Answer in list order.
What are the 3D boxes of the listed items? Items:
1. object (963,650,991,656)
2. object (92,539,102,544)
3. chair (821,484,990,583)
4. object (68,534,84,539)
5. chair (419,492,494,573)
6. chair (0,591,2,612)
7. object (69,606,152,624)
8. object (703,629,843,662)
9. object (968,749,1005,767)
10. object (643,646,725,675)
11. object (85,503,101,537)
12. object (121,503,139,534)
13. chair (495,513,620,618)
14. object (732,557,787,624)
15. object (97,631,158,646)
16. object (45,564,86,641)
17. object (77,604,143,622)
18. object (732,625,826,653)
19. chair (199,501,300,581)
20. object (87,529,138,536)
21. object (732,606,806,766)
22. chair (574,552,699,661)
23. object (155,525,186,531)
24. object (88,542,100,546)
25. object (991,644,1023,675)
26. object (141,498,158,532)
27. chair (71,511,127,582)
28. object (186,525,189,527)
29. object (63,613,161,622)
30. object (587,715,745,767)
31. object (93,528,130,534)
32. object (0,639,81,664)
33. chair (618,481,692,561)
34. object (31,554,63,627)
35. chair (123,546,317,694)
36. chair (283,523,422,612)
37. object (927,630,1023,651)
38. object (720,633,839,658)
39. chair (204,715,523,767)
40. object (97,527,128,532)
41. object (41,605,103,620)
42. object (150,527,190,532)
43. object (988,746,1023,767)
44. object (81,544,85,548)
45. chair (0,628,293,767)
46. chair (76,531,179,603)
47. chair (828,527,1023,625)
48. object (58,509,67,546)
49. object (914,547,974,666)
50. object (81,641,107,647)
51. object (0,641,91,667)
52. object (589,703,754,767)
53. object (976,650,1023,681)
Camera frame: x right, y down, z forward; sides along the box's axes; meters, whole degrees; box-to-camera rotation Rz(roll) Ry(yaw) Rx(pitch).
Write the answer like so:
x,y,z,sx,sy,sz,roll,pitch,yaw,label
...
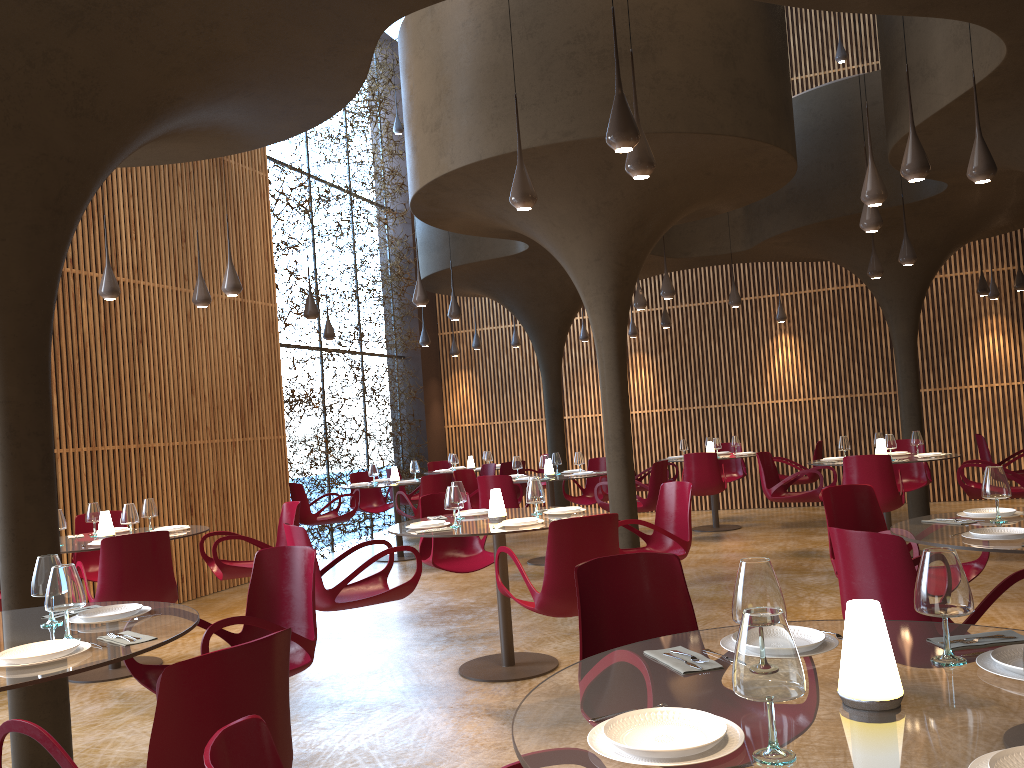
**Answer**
x,y,z,sx,sy,sz,roll,pitch,yaw,label
1.333,0.698,2.182,0.204,0.012,0.411,-4,-3,-11,object
-3.226,1.262,7.123,0.263,0.029,0.263,-5,-3,14,object
2.393,0.966,5.556,0.624,0.635,0.874,-3,-2,-25,chair
-3.924,1.372,7.977,0.126,0.017,0.262,-3,-3,-29,object
-0.488,1.282,7.705,0.624,0.635,0.874,-4,-2,-17,chair
-4.344,1.539,7.083,0.872,0.635,0.626,-3,-2,-25,chair
-1.743,1.005,3.848,0.332,0.014,0.332,-5,-3,11,object
0.781,0.759,2.585,0.410,0.012,0.204,-3,-3,-20,object
0.971,0.693,1.526,0.332,0.014,0.332,-6,-3,27,object
0.483,0.784,2.517,0.126,0.017,0.262,-3,-3,-16,object
-3.717,1.207,7.884,0.142,0.295,0.142,-5,-2,37,object
-3.165,1.141,7.347,0.142,0.295,0.142,-6,-2,42,object
0.323,1.122,5.602,0.624,0.635,0.874,-3,-2,-22,chair
0.663,0.619,2.377,0.142,0.295,0.142,-5,-2,28,object
-1.465,0.969,3.375,0.262,0.017,0.126,-7,-4,43,object
-1.713,0.844,3.402,0.142,0.295,0.142,-5,-2,31,object
-1.743,0.995,3.848,0.263,0.029,0.263,-6,-3,27,object
0.776,0.748,2.583,0.263,0.029,0.263,-4,-3,-9,object
-2.375,1.445,8.179,0.872,0.635,0.626,-3,-2,-30,chair
-3.649,1.352,8.110,0.410,0.012,0.204,-2,-3,-33,object
0.514,0.601,1.775,0.142,0.295,0.142,-5,-2,34,object
0.587,0.988,3.221,0.624,0.635,0.874,-4,-2,-17,chair
-3.024,1.282,7.847,0.263,0.029,0.263,-6,-3,38,object
-3.226,1.272,7.122,0.332,0.014,0.332,-5,-3,17,object
1.330,0.688,2.187,0.263,0.029,0.263,-5,-3,13,object
-3.247,1.175,7.940,0.142,0.295,0.142,-5,-2,24,object
-3.981,1.589,8.683,0.624,0.635,0.874,-3,-2,-30,chair
-3.105,1.319,8.137,0.262,0.017,0.126,-3,-3,-20,object
-1.738,1.006,3.846,0.411,0.012,0.204,-6,-3,29,object
0.328,0.758,1.896,0.332,0.014,0.332,-4,-3,3,object
-3.652,1.351,8.107,0.332,0.014,0.332,-4,-3,-6,object
-1.686,0.959,3.167,0.263,0.029,0.263,-2,-3,-34,object
1.043,1.141,7.129,0.872,0.635,0.626,-3,-2,-22,chair
-1.978,0.883,3.794,0.142,0.295,0.142,-5,-2,10,object
-1.373,1.191,4.416,0.625,0.635,0.872,-5,-3,33,chair
-1.156,1.265,6.299,0.872,0.635,0.626,-3,-2,-27,chair
1.316,0.720,2.488,0.262,0.017,0.126,-4,-3,-7,object
0.777,0.758,2.583,0.332,0.014,0.331,-6,-3,39,object
-0.126,0.970,1.744,0.872,0.635,0.626,-4,-2,-12,chair
-3.653,1.341,8.108,0.263,0.029,0.263,-5,-3,22,object
-1.982,1.039,4.030,0.126,0.017,0.262,-6,-3,33,object
-3.023,1.291,7.847,0.331,0.014,0.332,-2,-4,-45,object
0.970,0.683,1.527,0.263,0.029,0.263,-5,-3,11,object
-3.229,1.273,7.120,0.410,0.012,0.204,-3,-3,-29,object
-1.084,1.090,2.754,0.873,0.635,0.625,-6,-2,33,chair
-2.865,1.407,6.613,0.624,0.635,0.874,-3,-3,-35,chair
1.893,0.928,3.994,0.872,0.635,0.626,-3,-2,-20,chair
-3.726,1.178,7.264,0.142,0.295,0.142,-5,-2,21,object
1.133,0.582,2.326,0.142,0.295,0.142,-4,-1,4,object
-1.688,0.970,3.163,0.204,0.012,0.410,-6,-4,39,object
-1.685,0.968,3.167,0.331,0.014,0.332,-4,-3,-8,object
0.326,0.760,1.901,0.204,0.012,0.411,-4,-3,-15,object
1.331,0.697,2.186,0.331,0.014,0.332,-2,-3,-38,object
